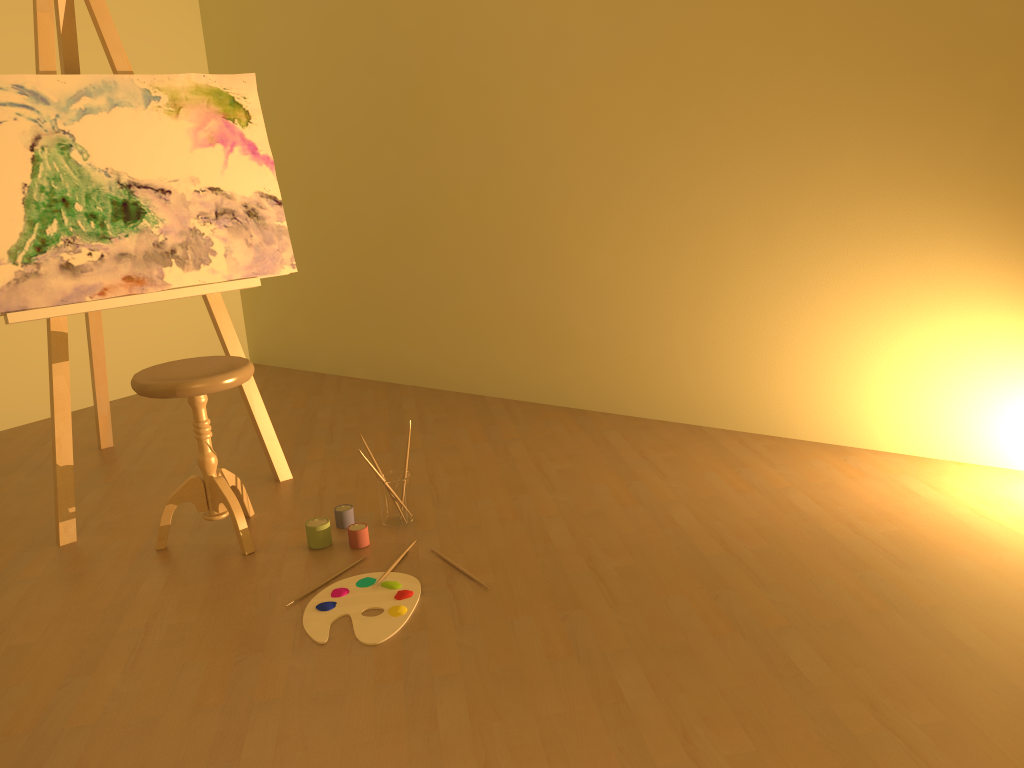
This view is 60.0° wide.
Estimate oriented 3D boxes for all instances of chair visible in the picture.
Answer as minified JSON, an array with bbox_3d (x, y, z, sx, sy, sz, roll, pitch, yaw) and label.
[{"bbox_3d":[-0.931,0.219,2.709,0.348,0.551,0.364,-16,19,-40],"label":"chair"}]

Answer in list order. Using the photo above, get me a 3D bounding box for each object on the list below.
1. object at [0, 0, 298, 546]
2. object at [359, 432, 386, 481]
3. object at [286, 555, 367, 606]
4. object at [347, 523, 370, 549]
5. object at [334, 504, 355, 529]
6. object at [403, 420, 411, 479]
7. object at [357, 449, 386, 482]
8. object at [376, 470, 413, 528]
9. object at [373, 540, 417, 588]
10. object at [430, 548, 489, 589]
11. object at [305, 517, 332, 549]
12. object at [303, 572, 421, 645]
[{"bbox_3d":[-1.456,-0.461,3.009,1.132,1.896,0.972,1,16,19],"label":"object"},{"bbox_3d":[-0.407,0.296,2.795,0.159,0.286,0.010,5,17,31],"label":"object"},{"bbox_3d":[-0.506,0.540,2.449,0.010,0.010,0.325,5,17,31],"label":"object"},{"bbox_3d":[-0.460,0.455,2.658,0.060,0.060,0.060,1,16,18],"label":"object"},{"bbox_3d":[-0.530,0.420,2.810,0.060,0.060,0.060,2,16,21],"label":"object"},{"bbox_3d":[-0.337,0.273,2.806,0.069,0.319,0.010,-11,16,-25],"label":"object"},{"bbox_3d":[-0.390,0.311,2.750,0.172,0.278,0.010,-16,19,-39],"label":"object"},{"bbox_3d":[-0.367,0.362,2.796,0.106,0.157,0.106,-1,15,9],"label":"object"},{"bbox_3d":[-0.329,0.507,2.520,0.010,0.015,0.325,0,15,15],"label":"object"},{"bbox_3d":[-0.151,0.510,2.472,0.010,0.010,0.325,-13,17,-31],"label":"object"},{"bbox_3d":[-0.583,0.451,2.678,0.073,0.073,0.073,9,19,40],"label":"object"},{"bbox_3d":[-0.391,0.570,2.298,0.288,0.014,0.366,-1,15,9],"label":"object"}]
